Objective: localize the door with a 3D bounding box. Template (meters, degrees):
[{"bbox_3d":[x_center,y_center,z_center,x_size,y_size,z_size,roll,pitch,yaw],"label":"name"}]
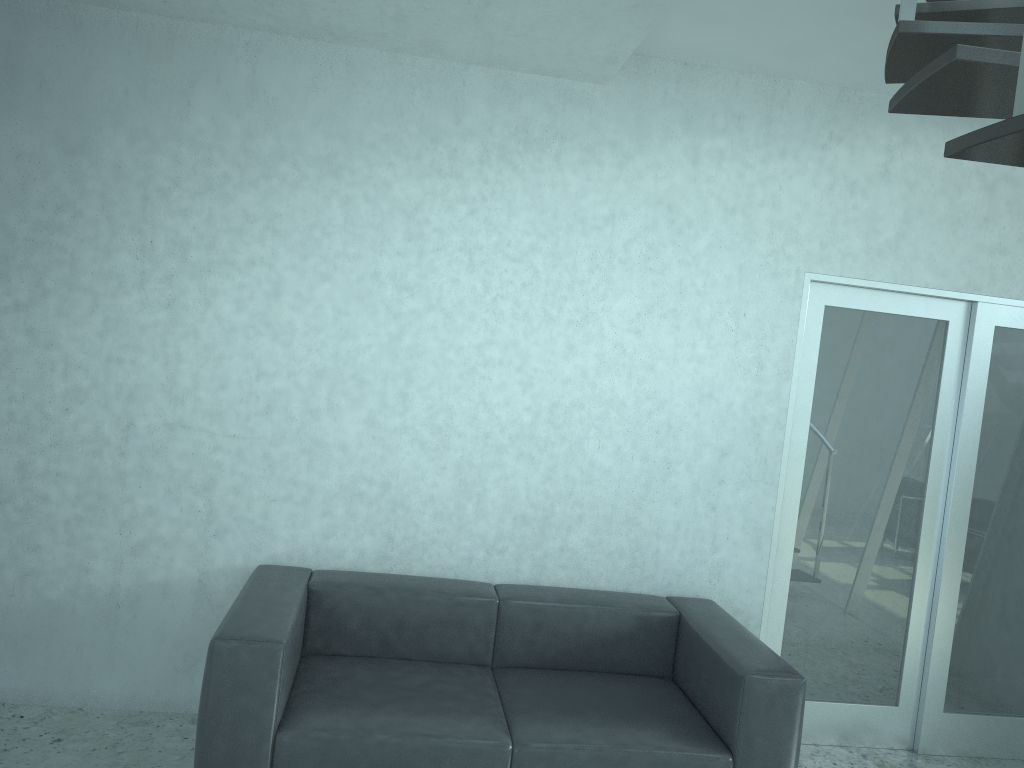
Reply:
[{"bbox_3d":[2.484,0.351,4.605,1.162,3.200,2.576,8,3,40],"label":"door"}]

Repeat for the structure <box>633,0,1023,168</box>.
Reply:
[{"bbox_3d":[1.863,-0.304,2.082,2.655,4.156,3.780,6,2,-8],"label":"structure"}]

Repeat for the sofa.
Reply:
[{"bbox_3d":[-0.055,1.173,3.332,2.025,0.652,0.943,6,2,-8],"label":"sofa"}]
